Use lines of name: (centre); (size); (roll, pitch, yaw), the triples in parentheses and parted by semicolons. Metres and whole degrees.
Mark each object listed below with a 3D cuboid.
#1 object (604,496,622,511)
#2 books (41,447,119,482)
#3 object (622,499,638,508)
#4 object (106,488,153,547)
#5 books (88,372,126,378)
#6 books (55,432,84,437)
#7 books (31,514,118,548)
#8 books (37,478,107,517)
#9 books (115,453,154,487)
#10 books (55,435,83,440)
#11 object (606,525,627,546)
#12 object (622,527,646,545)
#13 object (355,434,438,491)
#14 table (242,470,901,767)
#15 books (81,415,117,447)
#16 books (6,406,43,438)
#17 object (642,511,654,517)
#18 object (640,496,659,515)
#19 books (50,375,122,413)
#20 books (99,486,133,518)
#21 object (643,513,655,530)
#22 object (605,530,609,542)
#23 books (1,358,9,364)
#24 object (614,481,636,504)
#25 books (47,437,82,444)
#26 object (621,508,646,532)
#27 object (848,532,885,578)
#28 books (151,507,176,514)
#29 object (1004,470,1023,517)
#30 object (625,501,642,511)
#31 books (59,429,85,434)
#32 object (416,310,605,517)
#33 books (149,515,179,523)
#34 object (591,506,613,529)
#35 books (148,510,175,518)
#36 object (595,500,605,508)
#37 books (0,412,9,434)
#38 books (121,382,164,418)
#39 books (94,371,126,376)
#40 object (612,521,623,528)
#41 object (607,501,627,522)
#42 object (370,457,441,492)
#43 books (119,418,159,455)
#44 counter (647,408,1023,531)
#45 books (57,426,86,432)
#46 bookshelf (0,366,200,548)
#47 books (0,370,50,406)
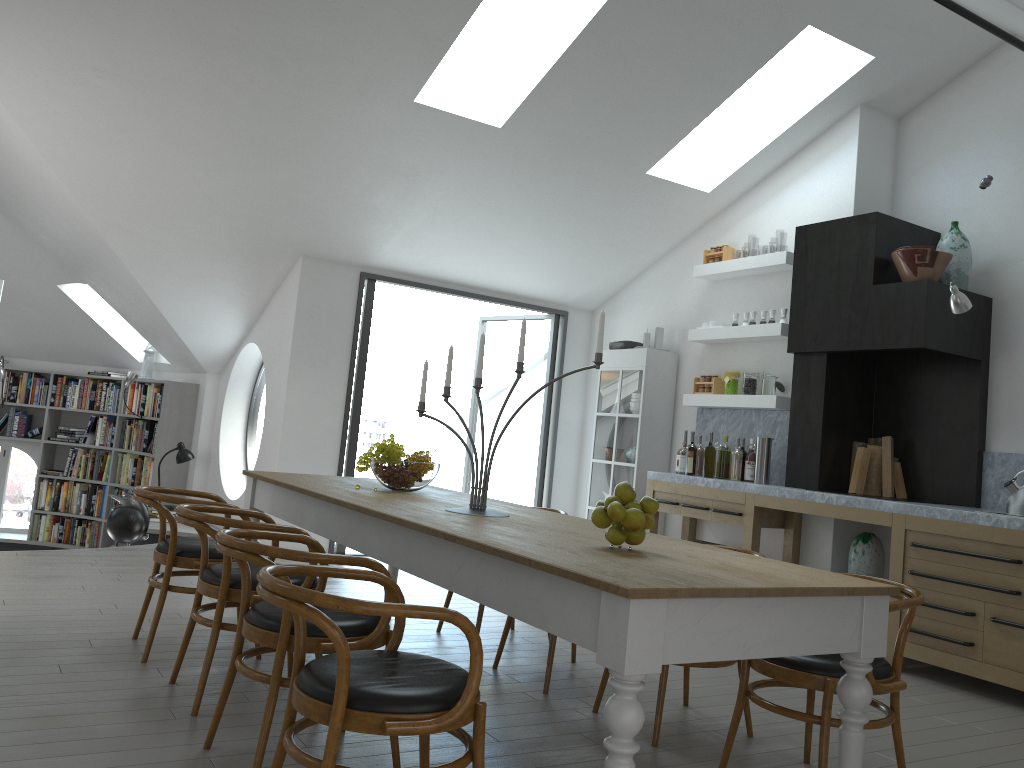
object: (0.323, 0.385, 2.835); (0.058, 0.057, 0.053); (7, -5, -17)
books: (-4.736, 0.885, 9.905); (0.974, 0.353, 0.251); (5, -5, 11)
object: (0.383, 0.404, 2.912); (0.072, 0.071, 0.066); (3, -5, 28)
object: (-3.234, 1.158, 7.458); (0.321, 0.564, 0.319); (3, -6, 31)
books: (-4.558, -0.094, 10.050); (0.336, 0.036, 0.315); (4, -4, 21)
books: (-4.959, 0.576, 10.046); (0.286, 0.031, 0.268); (4, -4, 19)
books: (-4.627, 1.641, 9.752); (1.498, 0.312, 0.358); (4, -4, 21)
books: (-4.854, 1.259, 9.897); (0.872, 0.351, 0.271); (5, -5, 10)
books: (-3.899, 0.944, 9.482); (1.021, 0.349, 0.275); (2, -6, 43)
books: (-4.962, 0.607, 10.043); (0.286, 0.031, 0.268); (5, -4, 4)
object: (0.331, 0.480, 2.810); (0.063, 0.064, 0.064); (7, -5, -20)
object: (0.391, 0.481, 2.855); (0.078, 0.074, 0.080); (5, -4, 13)
object: (-0.567, 0.397, 4.466); (0.292, 0.285, 0.392); (4, -4, 23)
table: (-0.217, 0.929, 3.701); (1.016, 0.801, 3.347); (8, -4, -31)
books: (-4.501, 0.525, 9.927); (0.553, 0.352, 0.255); (5, -5, 15)
books: (-5.429, 0.442, 9.982); (0.398, 0.342, 0.224); (6, -5, -11)
object: (0.430, 0.436, 2.879); (0.062, 0.060, 0.062); (8, -5, -27)
object: (0.442, 0.390, 2.850); (0.062, 0.060, 0.062); (8, -5, -31)
books: (-4.724, 0.116, 10.001); (0.969, 0.368, 0.305); (5, -5, 12)
books: (-3.997, 1.320, 9.483); (1.184, 0.360, 0.303); (3, -5, 39)
object: (0.428, 0.437, 2.821); (0.051, 0.053, 0.053); (9, -6, -40)
object: (0.328, 0.491, 2.880); (0.049, 0.050, 0.051); (8, -5, -28)
books: (-6.586, -0.433, 8.936); (0.748, 0.174, 2.805); (4, -4, 29)
object: (0.367, 0.352, 2.873); (0.072, 0.074, 0.072); (8, -5, -31)
books: (-4.965, 0.639, 10.040); (0.388, 0.042, 0.364); (5, -4, 9)
object: (0.382, 0.428, 2.792); (0.077, 0.077, 0.076); (4, -5, 25)
object: (2.416, 1.265, 6.049); (0.231, 0.499, 0.230); (5, -5, 10)
books: (-3.363, 1.234, 8.627); (0.269, 0.031, 0.285); (7, -4, -21)
object: (2.876, 0.603, 4.903); (0.246, 0.268, 0.246); (7, -5, -21)
object: (0.390, 0.401, 2.839); (0.053, 0.051, 0.053); (3, -5, 30)
books: (-4.956, 0.545, 10.049); (0.227, 0.036, 0.213); (4, -4, 19)
object: (-0.038, 0.101, 3.640); (0.775, 0.877, 0.265); (3, -6, 32)
books: (-3.370, 1.302, 8.621); (0.365, 0.042, 0.388); (8, -4, -31)
object: (0.289, 0.428, 2.847); (0.070, 0.072, 0.071); (4, -5, 23)
books: (-3.367, 1.266, 8.624); (0.285, 0.034, 0.304); (9, -5, -41)
object: (0.309, 0.414, 2.908); (0.071, 0.064, 0.072); (9, -5, -38)
books: (-6.555, 0.286, 9.172); (0.591, 0.372, 2.521); (2, -5, 39)
books: (-3.841, 0.179, 9.560); (1.014, 0.363, 0.292); (2, -5, 41)
books: (-4.556, -0.122, 10.053); (0.247, 0.027, 0.232); (3, -4, 31)
object: (0.357, 0.457, 2.922); (0.059, 0.056, 0.059); (9, -5, -37)
object: (0.329, 0.399, 2.778); (0.062, 0.064, 0.062); (4, -5, 21)
object: (-0.544, 0.462, 4.462); (0.360, 0.160, 0.359); (3, -5, 39)
books: (-3.870, 0.561, 9.516); (1.052, 0.359, 0.278); (2, -6, 44)
counter: (3.248, 0.507, 4.609); (0.959, 0.621, 6.572); (8, -4, -31)
books: (-4.953, 0.513, 10.051); (0.286, 0.031, 0.268); (3, -4, 38)
bookshelf: (-5.748, 0.688, 8.985); (4.324, 1.885, 2.107); (8, -5, -31)
books: (-5.930, -0.013, 9.814); (1.563, 0.368, 0.393); (7, -5, -26)
